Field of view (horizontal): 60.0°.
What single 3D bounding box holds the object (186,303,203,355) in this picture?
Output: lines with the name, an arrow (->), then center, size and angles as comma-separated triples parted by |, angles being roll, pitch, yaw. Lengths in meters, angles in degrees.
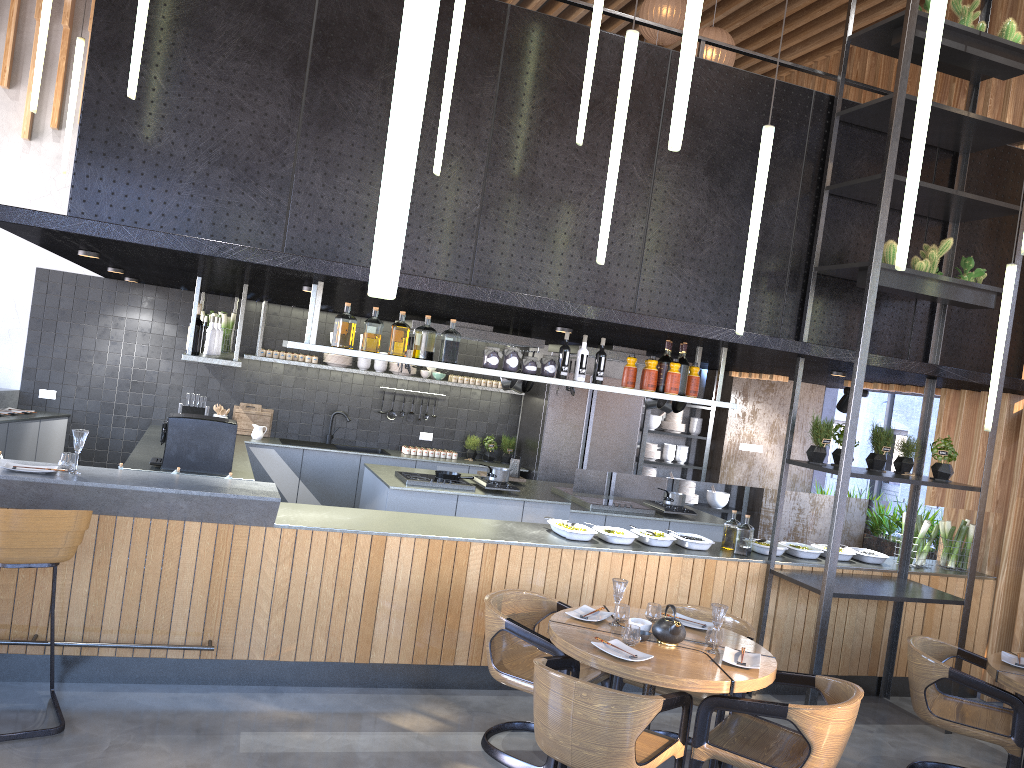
object -> -2.321, -0.404, 6.514 | 0.101, 0.378, 0.100 | 8, 1, -26

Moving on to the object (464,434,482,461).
object -> -0.440, 0.709, 9.940 | 0.211, 0.283, 0.221 | 8, 1, -6

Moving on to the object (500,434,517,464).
object -> -0.042, 0.721, 10.053 | 0.186, 0.367, 0.196 | 8, 1, 26

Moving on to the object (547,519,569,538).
object -> 0.387, 0.965, 5.876 | 0.268, 0.074, 0.402 | 8, 1, -19

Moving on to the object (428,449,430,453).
object -> -0.900, 0.749, 9.725 | 0.062, 0.078, 0.062 | 8, 1, -14

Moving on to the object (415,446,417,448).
object -> -1.048, 0.728, 9.750 | 0.062, 0.078, 0.062 | 8, 1, -14

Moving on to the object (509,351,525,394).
object -> 0.086, -0.106, 7.884 | 0.166, 0.387, 0.200 | 8, 1, -14

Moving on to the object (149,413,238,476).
object -> -2.334, 0.434, 6.519 | 0.562, 0.400, 0.322 | 8, 1, -19

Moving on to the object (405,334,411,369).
object -> -0.874, -0.271, 7.501 | 0.038, 0.306, 0.062 | 8, 1, -19

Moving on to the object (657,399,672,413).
object -> 1.481, 0.084, 8.364 | 0.166, 0.387, 0.200 | 8, 1, -14

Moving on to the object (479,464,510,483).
object -> -0.182, 0.766, 7.712 | 0.348, 0.154, 0.200 | 8, 1, -28

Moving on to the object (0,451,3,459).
object -> -2.795, 0.467, 4.830 | 0.042, 0.203, 0.076 | 8, 1, 14

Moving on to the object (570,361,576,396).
object -> 0.552, -0.061, 7.871 | 0.031, 0.336, 0.104 | 8, 1, -20

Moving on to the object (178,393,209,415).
object -> -3.234, 0.284, 8.999 | 0.322, 0.371, 0.067 | 8, 1, -19

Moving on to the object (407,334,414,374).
object -> -0.842, -0.251, 7.391 | 0.031, 0.336, 0.104 | 8, 1, -20

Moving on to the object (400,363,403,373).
object -> -0.916, -0.263, 7.597 | 0.024, 0.337, 0.068 | 8, 1, -19

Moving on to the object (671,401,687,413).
object -> 1.552, 0.087, 8.128 | 0.070, 0.372, 0.243 | 8, 1, -19

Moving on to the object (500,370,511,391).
object -> -0.028, -0.127, 8.215 | 0.161, 0.386, 0.200 | 8, 1, 6

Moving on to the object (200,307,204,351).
object -> -2.363, -0.412, 6.637 | 0.101, 0.378, 0.100 | 8, 1, -25

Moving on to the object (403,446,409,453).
object -> -1.151, 0.715, 9.638 | 0.062, 0.078, 0.062 | 8, 1, -14

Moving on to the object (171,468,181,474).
object -> -1.947, 0.582, 5.096 | 0.048, 0.203, 0.096 | 8, 1, 26

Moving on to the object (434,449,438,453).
object -> -0.838, 0.758, 9.746 | 0.062, 0.078, 0.062 | 8, 1, -14

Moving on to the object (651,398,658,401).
object -> 1.398, 0.020, 8.533 | 0.103, 0.280, 0.103 | 7, 1, -33

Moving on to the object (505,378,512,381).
object -> 0.004, -0.169, 8.053 | 0.103, 0.280, 0.103 | 7, 1, -33

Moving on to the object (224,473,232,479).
object -> -1.677, 0.619, 5.211 | 0.100, 0.203, 0.040 | 9, 1, 43

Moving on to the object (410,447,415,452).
object -> -1.087, 0.724, 9.661 | 0.062, 0.078, 0.062 | 8, 1, -14

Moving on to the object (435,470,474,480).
object -> -0.524, 0.803, 7.743 | 0.232, 0.061, 0.351 | 7, 1, -40

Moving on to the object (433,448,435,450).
object -> -0.861, 0.753, 9.815 | 0.062, 0.078, 0.062 | 8, 1, -14

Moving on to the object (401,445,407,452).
object -> -1.174, 0.711, 9.707 | 0.062, 0.078, 0.062 | 8, 1, -14

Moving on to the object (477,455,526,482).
object -> -0.086, 0.779, 8.413 | 0.400, 0.232, 0.290 | 8, 1, -19

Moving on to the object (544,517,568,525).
object -> 0.315, 0.916, 5.969 | 0.048, 0.026, 0.252 | 7, 1, -42

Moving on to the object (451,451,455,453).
object -> -0.653, 0.783, 9.810 | 0.062, 0.078, 0.062 | 8, 1, -14

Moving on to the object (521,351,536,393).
object -> 0.158, -0.102, 7.648 | 0.070, 0.372, 0.243 | 8, 1, -19

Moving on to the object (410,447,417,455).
object -> -1.065, 0.728, 9.596 | 0.062, 0.078, 0.062 | 8, 1, -14

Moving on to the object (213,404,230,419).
object -> -2.983, 0.352, 9.073 | 0.158, 0.303, 0.175 | 8, 1, -16

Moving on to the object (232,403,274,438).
object -> -2.709, 0.375, 9.259 | 0.400, 0.330, 0.098 | 8, 1, -19

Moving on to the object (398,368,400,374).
object -> -0.949, -0.256, 7.692 | 0.024, 0.363, 0.033 | 8, 1, -19

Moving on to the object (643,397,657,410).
object -> 1.366, 0.062, 8.695 | 0.161, 0.386, 0.200 | 8, 1, 6

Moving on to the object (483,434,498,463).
object -> -0.251, 0.720, 9.998 | 0.172, 0.311, 0.179 | 8, 1, -8

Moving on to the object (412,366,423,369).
object -> -0.763, -0.266, 7.294 | 0.103, 0.280, 0.103 | 8, 1, 12

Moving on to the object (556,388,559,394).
object -> 0.445, -0.067, 8.172 | 0.024, 0.363, 0.033 | 8, 1, -19

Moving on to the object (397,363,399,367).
object -> -0.975, -0.293, 7.757 | 0.032, 0.298, 0.035 | 8, 1, 23

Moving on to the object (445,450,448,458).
object -> -0.715, 0.774, 9.789 | 0.062, 0.078, 0.062 | 8, 1, -14

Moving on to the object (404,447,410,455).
object -> -1.130, 0.719, 9.574 | 0.062, 0.078, 0.062 | 8, 1, -14

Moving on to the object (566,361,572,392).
object -> 0.521, -0.082, 7.981 | 0.038, 0.306, 0.062 | 8, 1, -19

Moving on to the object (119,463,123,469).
object -> -2.214, 0.546, 4.997 | 0.038, 0.203, 0.057 | 8, 1, 6

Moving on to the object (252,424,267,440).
object -> -2.582, 0.488, 9.026 | 0.127, 0.144, 0.115 | 8, 1, 20
